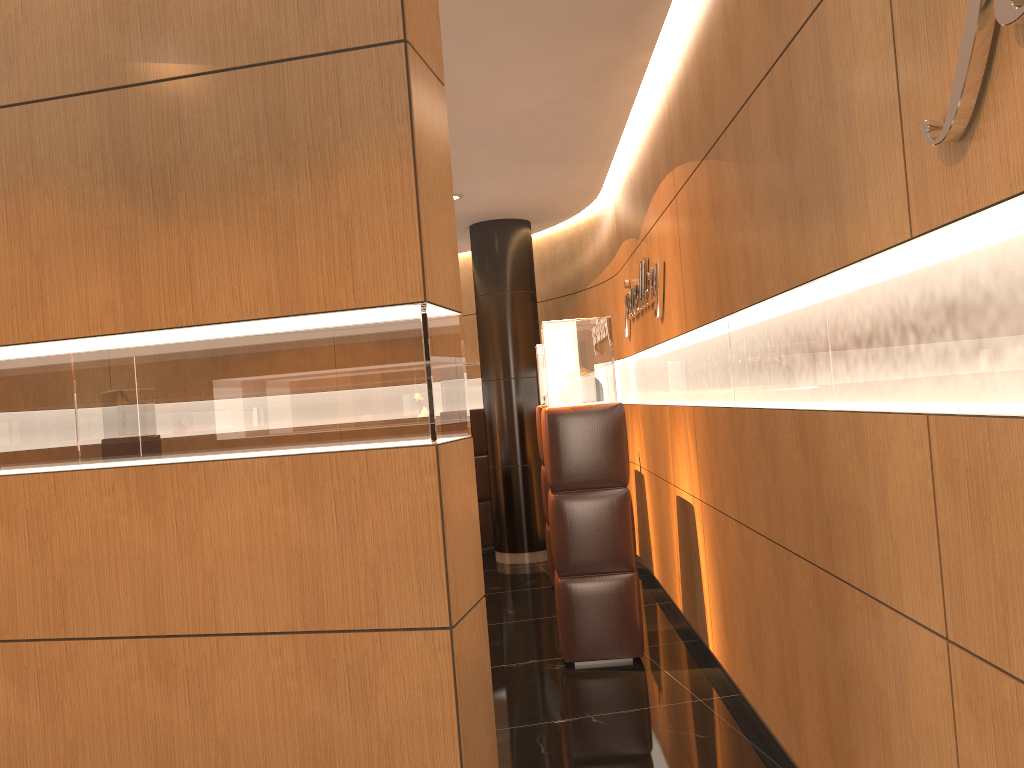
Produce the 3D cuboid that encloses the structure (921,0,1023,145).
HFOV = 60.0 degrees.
[{"bbox_3d":[0.847,-0.723,0.836,0.034,0.442,2.050,-5,-1,1],"label":"structure"}]

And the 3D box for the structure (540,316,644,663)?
[{"bbox_3d":[0.453,0.607,5.315,0.498,1.968,0.484,-5,-1,0],"label":"structure"}]

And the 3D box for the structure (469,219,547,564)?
[{"bbox_3d":[0.007,0.009,8.803,0.613,3.430,0.613,-5,-1,5],"label":"structure"}]

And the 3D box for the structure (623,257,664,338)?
[{"bbox_3d":[0.917,-0.621,6.348,0.034,0.442,2.050,-5,-1,1],"label":"structure"}]

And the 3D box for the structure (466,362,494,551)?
[{"bbox_3d":[-0.441,0.778,9.604,0.484,2.000,0.498,-3,-2,-45],"label":"structure"}]

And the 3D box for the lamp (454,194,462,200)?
[{"bbox_3d":[-0.508,-1.596,7.452,0.176,0.068,0.176,-4,-1,-5],"label":"lamp"}]

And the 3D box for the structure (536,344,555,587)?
[{"bbox_3d":[0.480,0.661,7.397,0.498,2.000,0.484,-5,-1,0],"label":"structure"}]
